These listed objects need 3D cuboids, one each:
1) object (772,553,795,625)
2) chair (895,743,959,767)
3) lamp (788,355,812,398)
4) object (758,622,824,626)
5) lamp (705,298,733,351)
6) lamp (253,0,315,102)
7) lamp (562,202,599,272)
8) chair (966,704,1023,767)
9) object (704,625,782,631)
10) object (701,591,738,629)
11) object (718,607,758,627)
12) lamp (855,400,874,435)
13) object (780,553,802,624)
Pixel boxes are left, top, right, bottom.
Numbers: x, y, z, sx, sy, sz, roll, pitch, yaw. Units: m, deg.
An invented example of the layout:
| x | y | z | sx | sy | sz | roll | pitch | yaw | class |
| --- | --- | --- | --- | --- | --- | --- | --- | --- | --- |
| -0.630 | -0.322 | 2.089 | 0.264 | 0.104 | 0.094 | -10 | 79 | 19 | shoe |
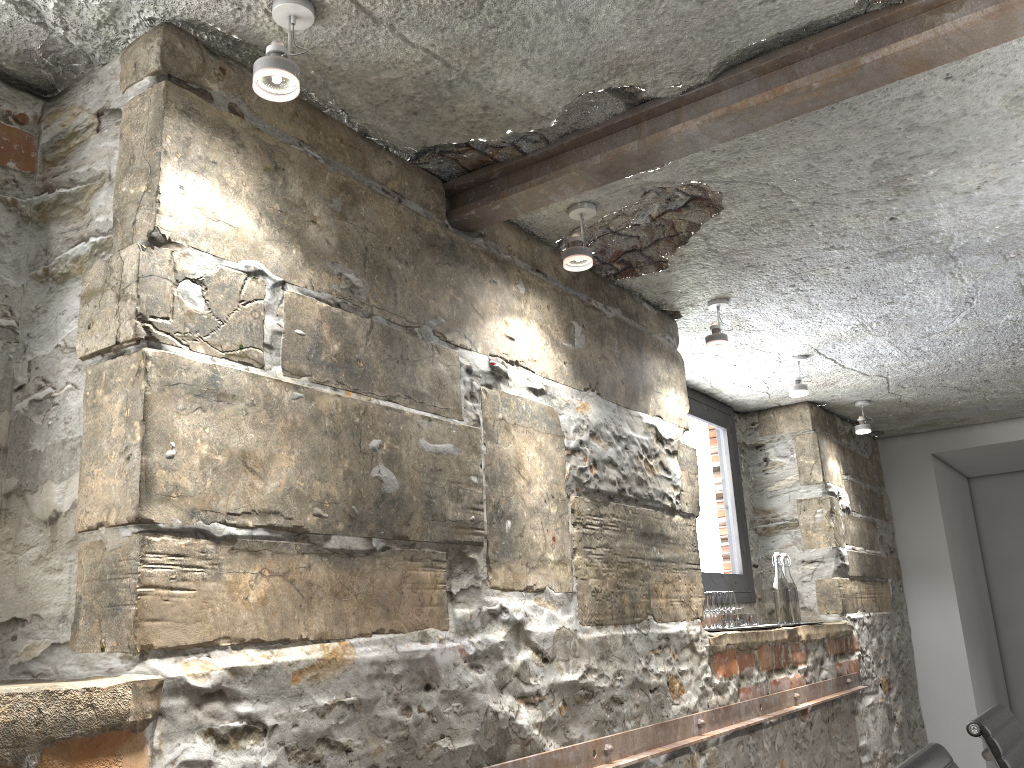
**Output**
| x | y | z | sx | sy | sz | roll | pitch | yaw | class |
| --- | --- | --- | --- | --- | --- | --- | --- | --- | --- |
| 1.135 | 0.863 | 3.737 | 0.073 | 0.300 | 0.073 | -4 | -15 | 3 | object |
| 1.020 | 1.075 | 1.459 | 0.667 | 0.837 | 0.693 | -10 | -17 | 24 | chair |
| 1.188 | -0.032 | 3.677 | 0.098 | 0.165 | 0.077 | 4 | -17 | -22 | lamp |
| 1.113 | 1.024 | 3.765 | 0.310 | 0.007 | 0.457 | -13 | -18 | 33 | object |
| 0.691 | -0.200 | 2.982 | 0.098 | 0.165 | 0.077 | 4 | -17 | -22 | lamp |
| -0.380 | -0.562 | 1.483 | 0.098 | 0.165 | 0.077 | 4 | -17 | -22 | lamp |
| 0.173 | -0.375 | 2.257 | 0.098 | 0.165 | 0.077 | 4 | -17 | -22 | lamp |
| 1.537 | 1.241 | 2.152 | 0.667 | 0.837 | 0.693 | -10 | -17 | 25 | chair |
| 0.792 | 0.916 | 3.316 | 0.310 | 0.007 | 0.457 | -13 | -18 | 33 | object |
| 0.742 | 0.827 | 3.244 | 0.108 | 0.131 | 0.218 | -12 | -18 | 31 | object |
| 0.860 | 0.899 | 3.412 | 0.111 | 0.072 | 0.191 | -16 | -20 | 40 | object |
| 1.783 | 0.169 | 4.510 | 0.098 | 0.165 | 0.077 | 4 | -17 | -22 | lamp |
| 1.188 | 0.881 | 3.811 | 0.073 | 0.300 | 0.073 | -4 | -15 | 3 | object |
